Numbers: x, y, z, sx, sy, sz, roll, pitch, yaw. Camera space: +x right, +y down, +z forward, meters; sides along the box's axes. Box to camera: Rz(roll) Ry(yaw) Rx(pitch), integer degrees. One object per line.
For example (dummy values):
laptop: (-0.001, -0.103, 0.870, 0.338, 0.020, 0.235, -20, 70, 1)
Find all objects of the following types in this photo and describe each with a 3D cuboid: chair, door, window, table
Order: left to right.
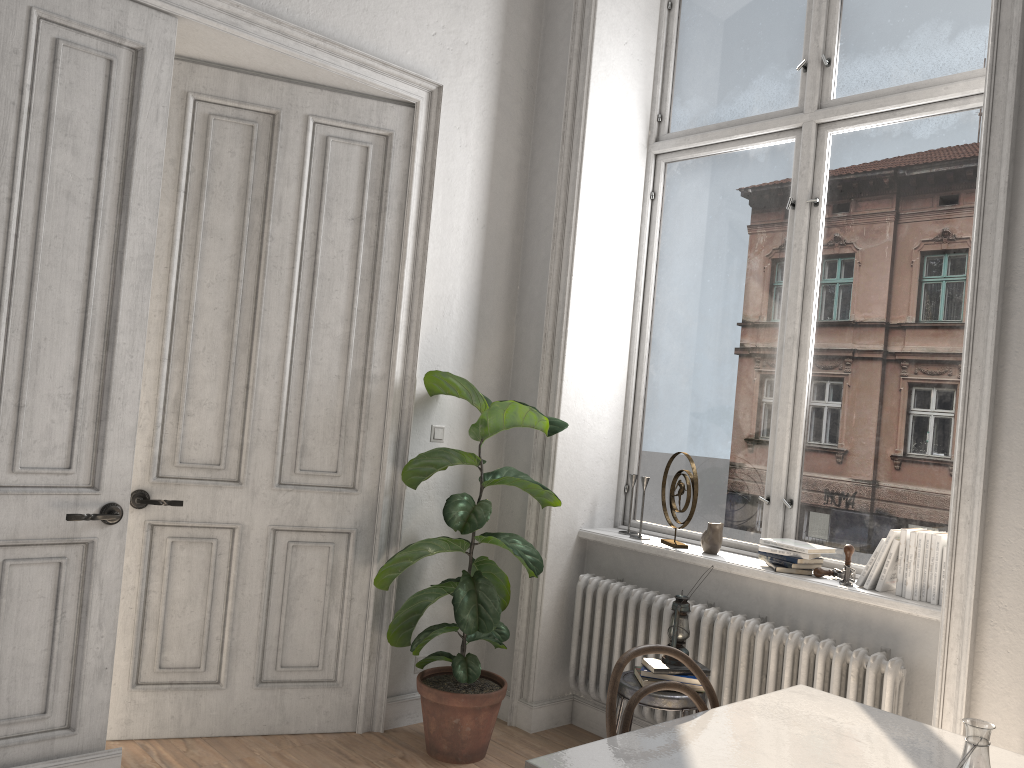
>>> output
door: (-1.781, 0.003, 2.896, 1.097, 2.814, 0.216, 6, -1, -41)
door: (-1.041, 0.095, 3.804, 1.097, 2.814, 0.216, 6, -1, -18)
chair: (0.536, 1.379, 3.319, 0.364, 0.522, 0.360, 5, -1, 21)
chair: (0.467, 1.140, 2.073, 0.438, 0.920, 0.549, 6, -1, -34)
window: (1.287, -0.696, 3.878, 0.013, 2.842, 1.622, 6, -2, -42)
table: (1.136, 1.252, 1.369, 1.101, 0.779, 2.199, 7, -2, -42)

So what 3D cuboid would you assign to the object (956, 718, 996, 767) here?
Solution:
object: (0.844, 0.730, 1.621, 0.132, 0.219, 0.132, 4, -2, 37)

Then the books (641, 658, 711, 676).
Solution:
books: (0.613, 1.061, 3.327, 0.221, 0.027, 0.147, 6, -2, -10)

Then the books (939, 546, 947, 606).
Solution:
books: (1.571, 0.682, 3.164, 0.155, 0.205, 0.020, 6, -2, -42)

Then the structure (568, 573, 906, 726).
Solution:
structure: (2.176, -0.481, 2.282, 0.340, 4.473, 5.180, 6, -2, -42)

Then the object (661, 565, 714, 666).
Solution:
object: (0.660, 0.862, 3.343, 0.163, 0.383, 0.154, 5, -1, 21)

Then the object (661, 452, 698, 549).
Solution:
object: (0.760, 0.521, 4.024, 0.087, 0.425, 0.347, 5, -1, -10)

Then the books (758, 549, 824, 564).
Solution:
books: (1.135, 0.701, 3.611, 0.147, 0.023, 0.221, 6, -2, -27)

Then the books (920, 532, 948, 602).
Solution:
books: (1.540, 0.661, 3.223, 0.174, 0.243, 0.019, 6, -2, -42)

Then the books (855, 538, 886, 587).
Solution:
books: (1.392, 0.675, 3.363, 0.155, 0.194, 0.105, 6, -2, -43)

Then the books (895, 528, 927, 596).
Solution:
books: (1.483, 0.658, 3.293, 0.175, 0.243, 0.024, 6, -2, -42)

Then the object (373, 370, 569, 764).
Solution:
object: (1.373, 0.752, 1.804, 0.792, 1.842, 5.825, 6, -2, -37)

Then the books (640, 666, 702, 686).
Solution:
books: (0.609, 1.083, 3.328, 0.232, 0.029, 0.163, 5, -2, 18)

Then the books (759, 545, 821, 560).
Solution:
books: (1.129, 0.680, 3.602, 0.205, 0.020, 0.155, 4, -2, 38)

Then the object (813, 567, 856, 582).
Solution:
object: (1.259, 0.741, 3.481, 0.153, 0.048, 0.088, 5, -1, -3)

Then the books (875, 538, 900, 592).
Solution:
books: (1.434, 0.674, 3.313, 0.155, 0.203, 0.072, 6, -2, -42)

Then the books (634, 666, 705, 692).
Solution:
books: (0.596, 1.108, 3.334, 0.246, 0.034, 0.194, 5, -2, -2)

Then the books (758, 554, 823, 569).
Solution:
books: (1.132, 0.723, 3.613, 0.155, 0.022, 0.205, 6, -2, -22)

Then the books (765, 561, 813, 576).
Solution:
books: (1.129, 0.746, 3.620, 0.147, 0.023, 0.221, 5, -2, 6)

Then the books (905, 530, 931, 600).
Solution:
books: (1.493, 0.658, 3.236, 0.175, 0.243, 0.024, 6, -2, -42)

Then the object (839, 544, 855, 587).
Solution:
object: (1.280, 0.688, 3.381, 0.048, 0.153, 0.088, 5, -1, 18)

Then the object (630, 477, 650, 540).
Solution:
object: (0.611, 0.580, 4.149, 0.095, 0.289, 0.095, 6, -1, -20)

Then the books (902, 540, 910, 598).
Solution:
books: (1.484, 0.676, 3.259, 0.155, 0.205, 0.020, 6, -2, -42)

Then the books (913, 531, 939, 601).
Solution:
books: (1.514, 0.659, 3.226, 0.174, 0.243, 0.019, 6, -2, -42)

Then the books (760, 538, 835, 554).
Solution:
books: (1.160, 0.657, 3.602, 0.174, 0.019, 0.243, 6, -2, -32)

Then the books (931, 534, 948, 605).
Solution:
books: (1.556, 0.662, 3.180, 0.174, 0.243, 0.019, 6, -2, -42)

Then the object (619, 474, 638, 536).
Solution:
object: (0.574, 0.579, 4.274, 0.095, 0.289, 0.095, 5, -1, -11)

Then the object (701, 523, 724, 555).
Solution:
object: (0.874, 0.669, 3.877, 0.100, 0.142, 0.102, 5, -1, 22)

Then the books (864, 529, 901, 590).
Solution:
books: (1.417, 0.656, 3.331, 0.174, 0.235, 0.100, 6, -2, -42)

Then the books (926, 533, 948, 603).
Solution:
books: (1.558, 0.663, 3.210, 0.175, 0.243, 0.024, 6, -2, -42)
